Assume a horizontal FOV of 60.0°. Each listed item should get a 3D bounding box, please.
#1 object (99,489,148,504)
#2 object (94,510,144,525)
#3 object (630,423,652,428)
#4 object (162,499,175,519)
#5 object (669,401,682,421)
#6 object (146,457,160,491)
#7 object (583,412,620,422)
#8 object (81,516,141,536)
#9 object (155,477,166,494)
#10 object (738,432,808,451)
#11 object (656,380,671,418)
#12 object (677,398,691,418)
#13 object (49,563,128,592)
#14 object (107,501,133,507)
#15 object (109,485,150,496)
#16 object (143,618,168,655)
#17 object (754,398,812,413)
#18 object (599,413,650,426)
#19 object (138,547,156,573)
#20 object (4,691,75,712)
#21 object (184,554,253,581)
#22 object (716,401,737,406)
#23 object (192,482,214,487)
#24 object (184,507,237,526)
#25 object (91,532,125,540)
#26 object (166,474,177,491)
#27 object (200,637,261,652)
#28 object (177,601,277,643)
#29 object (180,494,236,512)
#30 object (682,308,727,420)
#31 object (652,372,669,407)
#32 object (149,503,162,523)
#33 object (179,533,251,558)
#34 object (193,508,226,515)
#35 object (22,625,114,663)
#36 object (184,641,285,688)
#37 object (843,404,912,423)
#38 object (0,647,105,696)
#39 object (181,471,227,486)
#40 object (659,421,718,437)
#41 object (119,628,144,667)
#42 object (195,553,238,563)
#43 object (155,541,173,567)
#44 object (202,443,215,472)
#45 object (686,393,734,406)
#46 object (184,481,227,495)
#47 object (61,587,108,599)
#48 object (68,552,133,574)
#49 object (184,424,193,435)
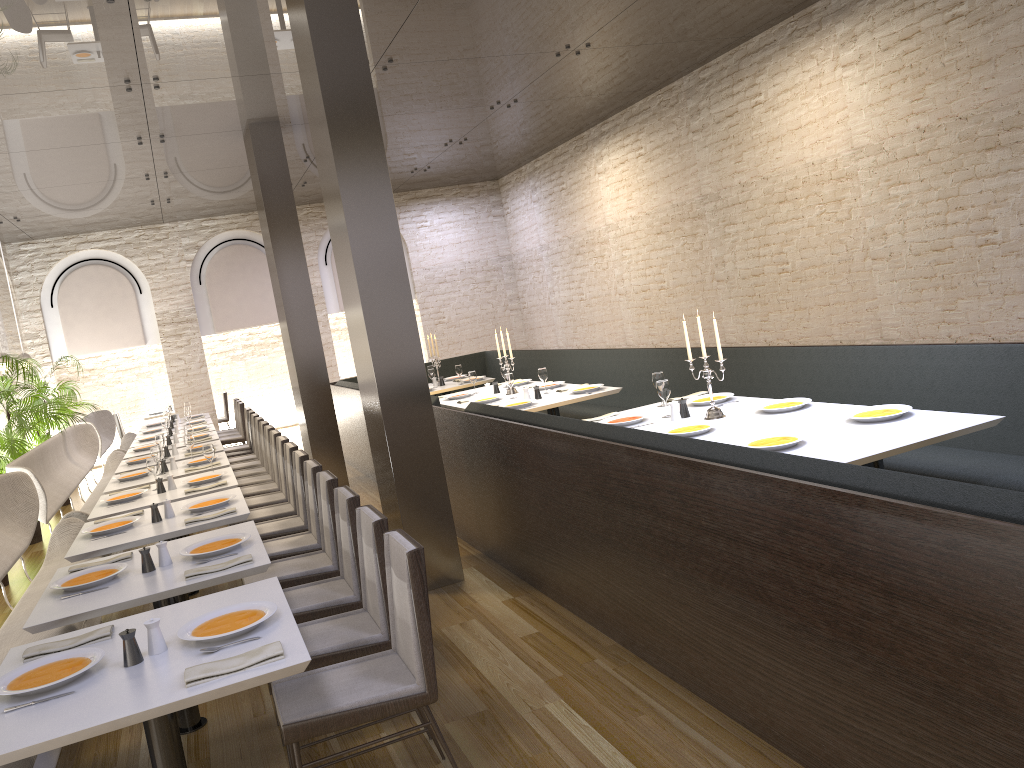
[{"bbox_3d":[-2.690,0.789,6.151,0.321,0.036,0.323,-9,6,15],"label":"object"},{"bbox_3d":[-2.398,0.817,5.415,0.273,0.033,0.143,-12,6,-20],"label":"object"},{"bbox_3d":[0.786,0.252,5.380,0.185,0.010,0.017,-12,5,-20],"label":"object"},{"bbox_3d":[-2.007,0.723,5.172,0.059,0.109,0.059,-12,4,-28],"label":"object"},{"bbox_3d":[0.987,0.163,5.373,0.069,0.126,0.069,-12,4,-26],"label":"object"},{"bbox_3d":[-2.566,0.645,6.365,0.086,0.230,0.086,-9,4,22],"label":"object"},{"bbox_3d":[0.572,0.229,5.900,0.273,0.033,0.143,-12,6,-20],"label":"object"},{"bbox_3d":[-2.297,0.824,5.088,0.323,0.036,0.321,-15,7,-42],"label":"object"},{"bbox_3d":[-2.449,0.704,6.168,0.059,0.109,0.059,-11,4,-11],"label":"object"},{"bbox_3d":[1.233,0.279,4.188,0.323,0.036,0.321,-16,8,-44],"label":"object"},{"bbox_3d":[0.959,0.093,5.546,0.086,0.230,0.086,-11,4,-8],"label":"object"},{"bbox_3d":[1.050,0.146,5.422,0.069,0.126,0.069,-12,4,-26],"label":"object"},{"bbox_3d":[-1.864,0.862,3.914,0.323,0.036,0.321,-15,7,-42],"label":"object"},{"bbox_3d":[-2.629,0.806,5.977,0.185,0.010,0.017,-12,5,-20],"label":"object"},{"bbox_3d":[-2.791,0.782,6.477,0.273,0.033,0.143,-12,6,-20],"label":"object"},{"bbox_3d":[-1.139,0.800,2.826,0.059,0.109,0.059,-12,4,-28],"label":"object"},{"bbox_3d":[1.561,0.130,5.100,0.323,0.036,0.321,-16,8,-44],"label":"object"},{"bbox_3d":[0.712,0.233,5.597,0.321,0.036,0.323,-10,6,0],"label":"object"},{"bbox_3d":[-1.622,0.777,3.932,0.059,0.109,0.059,-12,4,-28],"label":"object"},{"bbox_3d":[-1.368,0.917,2.568,0.185,0.010,0.017,-12,5,-20],"label":"object"},{"bbox_3d":[-1.243,0.773,3.759,0.273,0.033,0.143,-12,6,-20],"label":"object"},{"bbox_3d":[1.366,0.121,5.620,0.182,0.015,0.038,-12,6,-18],"label":"object"},{"bbox_3d":[-2.134,0.696,6.159,0.182,0.015,0.038,-12,6,-18],"label":"object"},{"bbox_3d":[-1.677,0.735,4.932,0.273,0.033,0.143,-12,6,-20],"label":"object"},{"bbox_3d":[-2.236,0.840,4.915,0.185,0.010,0.017,-12,5,-20],"label":"object"},{"bbox_3d":[-2.400,0.688,6.235,0.059,0.109,0.059,-11,4,-11],"label":"object"},{"bbox_3d":[-0.874,0.808,2.750,0.182,0.015,0.038,-12,6,-18],"label":"object"},{"bbox_3d":[-0.934,0.794,2.923,0.323,0.036,0.321,-15,7,-42],"label":"object"},{"bbox_3d":[-1.802,0.717,5.270,0.323,0.036,0.321,-15,7,-42],"label":"object"},{"bbox_3d":[1.138,-0.123,5.204,0.132,0.655,0.390,-11,4,-9],"label":"object"},{"bbox_3d":[1.007,0.037,6.018,0.086,0.230,0.086,-11,4,-8],"label":"object"},{"bbox_3d":[-2.056,0.739,5.105,0.059,0.109,0.059,-12,4,-28],"label":"object"},{"bbox_3d":[-1.368,0.755,4.096,0.323,0.036,0.321,-15,7,-42],"label":"object"},{"bbox_3d":[-1.741,0.731,5.097,0.182,0.015,0.038,-12,6,-18],"label":"object"},{"bbox_3d":[-1.531,0.893,3.068,0.273,0.033,0.143,-12,6,-20],"label":"object"},{"bbox_3d":[-0.809,0.812,2.586,0.273,0.033,0.143,-12,6,-20],"label":"object"},{"bbox_3d":[1.818,0.153,4.403,0.323,0.036,0.321,-16,8,-44],"label":"object"},{"bbox_3d":[-1.430,0.901,2.741,0.323,0.036,0.321,-15,7,-42],"label":"object"},{"bbox_3d":[-2.195,0.682,6.333,0.321,0.036,0.323,-9,6,15],"label":"object"},{"bbox_3d":[0.976,0.256,4.884,0.323,0.036,0.321,-16,8,-44],"label":"object"},{"bbox_3d":[-1.188,0.816,2.759,0.059,0.109,0.059,-12,4,-28],"label":"object"},{"bbox_3d":[-1.307,0.769,3.923,0.182,0.015,0.038,-12,6,-18],"label":"object"},{"bbox_3d":[-1.573,0.762,3.999,0.059,0.109,0.059,-12,4,-28],"label":"object"},{"bbox_3d":[-2.244,0.564,6.595,0.086,0.230,0.086,-9,4,22],"label":"object"},{"bbox_3d":[1.297,0.106,5.813,0.321,0.036,0.323,-10,6,0],"label":"object"},{"bbox_3d":[-2.070,0.700,5.995,0.273,0.033,0.143,-12,6,-20],"label":"object"},{"bbox_3d":[-1.802,0.879,3.741,0.185,0.010,0.017,-12,5,-20],"label":"object"},{"bbox_3d":[-1.964,0.855,4.241,0.273,0.033,0.143,-12,6,-20],"label":"object"},{"bbox_3d":[-3.173,0.519,8.729,0.086,0.230,0.086,-9,4,22],"label":"object"}]
